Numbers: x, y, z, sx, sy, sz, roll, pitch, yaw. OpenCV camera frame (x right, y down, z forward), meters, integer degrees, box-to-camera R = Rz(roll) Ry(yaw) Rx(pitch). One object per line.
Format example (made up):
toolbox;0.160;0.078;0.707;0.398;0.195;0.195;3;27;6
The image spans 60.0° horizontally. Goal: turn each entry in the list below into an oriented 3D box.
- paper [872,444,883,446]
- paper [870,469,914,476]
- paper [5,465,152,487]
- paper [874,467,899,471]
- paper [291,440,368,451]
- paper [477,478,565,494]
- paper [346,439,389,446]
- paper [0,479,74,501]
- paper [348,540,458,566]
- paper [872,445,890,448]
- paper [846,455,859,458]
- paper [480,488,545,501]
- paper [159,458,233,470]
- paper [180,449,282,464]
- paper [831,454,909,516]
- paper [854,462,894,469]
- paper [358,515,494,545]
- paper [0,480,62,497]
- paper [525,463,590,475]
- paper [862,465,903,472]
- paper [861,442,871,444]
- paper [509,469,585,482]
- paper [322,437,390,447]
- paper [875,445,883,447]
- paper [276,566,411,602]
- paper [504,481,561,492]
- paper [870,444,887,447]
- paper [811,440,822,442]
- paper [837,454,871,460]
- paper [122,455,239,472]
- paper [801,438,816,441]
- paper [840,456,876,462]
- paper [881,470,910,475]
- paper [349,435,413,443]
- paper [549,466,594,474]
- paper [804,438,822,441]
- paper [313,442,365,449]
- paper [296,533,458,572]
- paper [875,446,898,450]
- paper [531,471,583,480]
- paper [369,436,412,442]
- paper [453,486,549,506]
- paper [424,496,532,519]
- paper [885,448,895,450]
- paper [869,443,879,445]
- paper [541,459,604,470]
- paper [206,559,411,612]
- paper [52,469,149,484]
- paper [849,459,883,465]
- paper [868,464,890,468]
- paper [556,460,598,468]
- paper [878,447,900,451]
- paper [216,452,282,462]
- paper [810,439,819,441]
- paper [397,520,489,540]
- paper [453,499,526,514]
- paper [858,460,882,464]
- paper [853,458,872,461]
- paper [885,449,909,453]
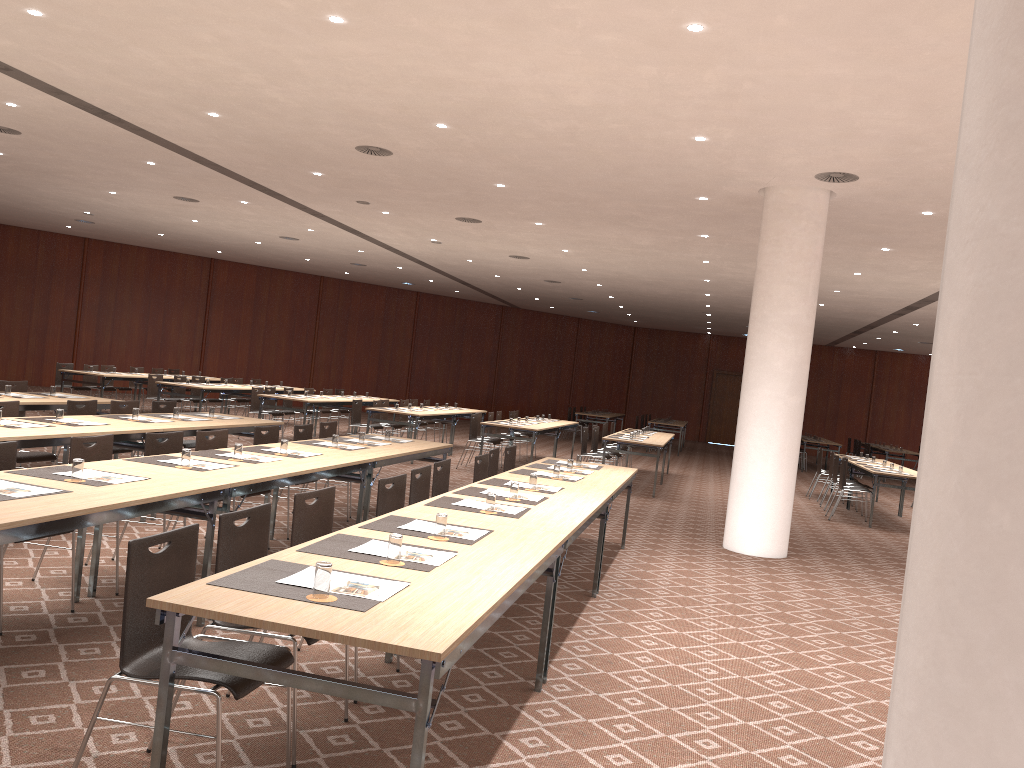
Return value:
paper;10.673;1.782;25.882;0.398;0.006;0.283;7;1;12
paper;5.756;1.340;13.467;0.565;0.003;0.460;7;1;10
paper;-2.359;0.499;4.844;0.565;0.003;0.460;7;1;12
paper;5.984;1.356;14.141;0.398;0.006;0.283;7;1;12
paper;-1.629;0.554;8.009;0.565;0.003;0.460;7;1;13
paper;0.076;0.758;6.608;0.565;0.003;0.460;7;1;14
paper;-1.415;0.568;8.684;0.398;0.006;0.283;7;1;14
paper;-2.478;0.491;4.194;0.565;0.003;0.460;7;1;15
paper;-0.461;0.719;3.788;0.398;0.006;0.283;7;1;13
paper;10.446;1.766;25.228;0.565;0.003;0.460;7;1;12
paper;6.636;1.404;17.013;0.398;0.006;0.283;7;1;10
paper;0.005;0.752;6.023;0.398;0.006;0.283;7;1;12
paper;-2.063;0.520;5.799;0.398;0.006;0.283;7;1;15
paper;-2.018;0.524;6.421;0.565;0.003;0.460;7;1;9
paper;6.502;1.819;16.314;0.953;0.833;2.267;7;1;13
paper;6.034;1.360;14.777;0.565;0.003;0.460;7;1;14
paper;-0.414;0.722;4.412;0.565;0.003;0.460;7;1;12
paper;-2.408;0.495;4.225;0.398;0.006;0.283;7;1;15
paper;0.448;0.786;8.199;0.565;0.003;0.460;7;1;14
paper;5.904;1.351;14.105;0.565;0.003;0.460;7;1;15
paper;10.726;1.787;26.500;0.565;0.003;0.460;7;1;14
paper;0.302;0.776;7.537;0.565;0.003;0.460;7;1;16
paper;-1.519;0.561;8.631;0.565;0.003;0.460;7;1;13
paper;10.511;1.770;25.243;0.398;0.006;0.283;7;1;13
paper;-0.596;0.709;3.161;0.398;0.006;0.283;7;1;12
paper;0.158;0.764;6.627;0.398;0.006;0.283;7;1;11
paper;10.617;1.780;25.878;0.565;0.003;0.460;7;1;15
paper;8.094;1.512;23.497;0.398;0.006;0.283;7;1;14
paper;6.554;1.399;16.968;0.565;0.003;0.460;7;1;13
paper;-2.149;0.515;5.784;0.565;0.003;0.460;7;1;12
paper;8.134;1.515;24.093;0.565;0.003;0.460;7;1;13
paper;6.386;1.386;16.349;0.565;0.003;0.460;7;1;11
paper;5.837;1.344;13.521;0.398;0.006;0.283;7;1;16
paper;-1.354;0.574;9.276;0.565;0.003;0.460;7;1;11
paper;0.544;0.793;8.208;0.398;0.006;0.283;7;1;13
paper;8.315;1.530;24.697;0.565;0.003;0.460;7;1;12
paper;-1.568;0.556;8.038;0.398;0.006;0.283;7;1;14
paper;-0.559;0.712;3.771;0.565;0.003;0.460;7;1;11
paper;10.242;1.752;24.271;0.565;0.003;0.460;7;1;15
paper;0.386;0.781;7.566;0.398;0.006;0.283;7;1;16
paper;-1.270;0.579;9.310;0.398;0.006;0.283;7;1;10
paper;-0.069;0.748;5.947;0.565;0.003;0.460;7;1;14
paper;-0.197;0.739;5.334;0.565;0.003;0.460;7;1;11
paper;10.172;1.745;23.681;0.398;0.006;0.283;7;1;14
paper;10.802;1.791;26.512;0.398;0.006;0.283;7;1;15
paper;0.605;0.799;8.798;0.565;0.003;0.460;7;1;12
paper;-0.697;0.702;3.122;0.565;0.003;0.460;7;1;12
paper;-2.259;0.506;4.875;0.398;0.006;0.283;7;1;12
paper;6.275;1.379;15.703;0.565;0.003;0.460;7;1;14
paper;6.153;1.369;14.816;0.398;0.006;0.283;7;1;10
paper;0.652;0.800;8.852;0.398;0.006;0.283;7;1;12
paper;10.101;1.741;23.646;0.565;0.003;0.460;7;1;14
paper;-1.909;0.532;6.458;0.398;0.006;0.283;7;1;12
paper;8.248;1.524;24.124;0.398;0.006;0.283;7;1;15
paper;-0.339;0.727;4.428;0.398;0.006;0.283;7;1;13
paper;-0.137;0.741;5.374;0.398;0.006;0.283;7;1;15
paper;6.350;1.383;15.751;0.398;0.006;0.283;7;1;14
paper;6.487;1.393;16.384;0.398;0.006;0.283;7;1;12
paper;9.968;1.732;23.014;0.565;0.003;0.460;7;1;14
